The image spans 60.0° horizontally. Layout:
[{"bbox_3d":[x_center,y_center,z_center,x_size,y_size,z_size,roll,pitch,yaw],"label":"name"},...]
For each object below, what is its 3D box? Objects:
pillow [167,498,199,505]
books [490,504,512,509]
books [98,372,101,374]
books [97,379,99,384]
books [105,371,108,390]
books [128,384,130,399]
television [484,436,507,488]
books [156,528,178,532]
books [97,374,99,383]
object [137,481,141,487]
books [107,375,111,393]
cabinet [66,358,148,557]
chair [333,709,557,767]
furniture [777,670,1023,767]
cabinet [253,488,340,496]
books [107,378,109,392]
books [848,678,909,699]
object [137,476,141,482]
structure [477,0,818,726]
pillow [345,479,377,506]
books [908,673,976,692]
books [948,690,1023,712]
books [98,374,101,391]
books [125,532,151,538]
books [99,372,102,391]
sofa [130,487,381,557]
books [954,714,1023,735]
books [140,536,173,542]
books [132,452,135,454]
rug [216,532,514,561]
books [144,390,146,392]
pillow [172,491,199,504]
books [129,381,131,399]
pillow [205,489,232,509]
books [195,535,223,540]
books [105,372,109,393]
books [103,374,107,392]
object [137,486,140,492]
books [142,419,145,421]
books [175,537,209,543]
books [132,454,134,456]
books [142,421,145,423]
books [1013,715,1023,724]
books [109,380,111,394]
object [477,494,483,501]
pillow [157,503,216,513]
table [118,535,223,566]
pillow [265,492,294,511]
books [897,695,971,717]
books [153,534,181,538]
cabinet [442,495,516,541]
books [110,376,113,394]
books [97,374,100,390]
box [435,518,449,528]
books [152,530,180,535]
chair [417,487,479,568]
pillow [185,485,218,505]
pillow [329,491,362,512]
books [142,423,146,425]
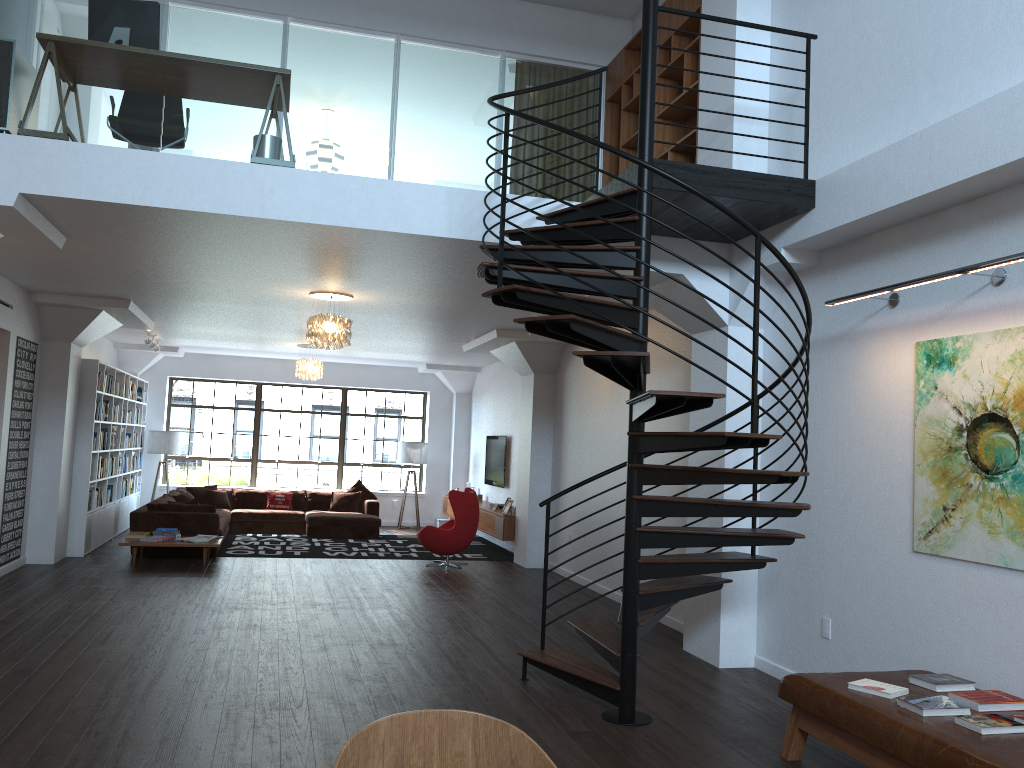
[{"bbox_3d":[-4.306,1.692,11.732,0.559,0.411,0.269,0,-5,31],"label":"pillow"},{"bbox_3d":[-0.176,1.879,13.611,0.250,0.053,0.400,4,-4,-15],"label":"books"},{"bbox_3d":[-5.312,-0.035,11.235,0.159,0.248,0.089,4,-4,-15],"label":"books"},{"bbox_3d":[-5.282,-0.022,11.108,0.167,0.210,0.162,4,-4,-15],"label":"books"},{"bbox_3d":[-5.423,-0.029,11.648,0.176,0.293,0.125,4,-4,-15],"label":"books"},{"bbox_3d":[-5.944,0.109,13.578,0.171,0.246,0.057,4,-4,-15],"label":"books"},{"bbox_3d":[-0.276,1.250,14.425,0.013,0.816,1.324,4,-4,-15],"label":"television"},{"bbox_3d":[-4.254,1.798,10.941,0.224,0.027,0.157,3,-4,-10],"label":"books"},{"bbox_3d":[-5.250,-0.030,11.023,0.182,0.215,0.188,4,-4,-15],"label":"books"},{"bbox_3d":[-6.436,1.680,14.905,0.331,0.088,0.410,4,-4,-15],"label":"object"},{"bbox_3d":[-5.455,0.001,11.810,0.182,0.253,0.098,4,-4,-15],"label":"books"},{"bbox_3d":[-5.962,1.018,12.980,0.461,2.414,4.500,4,-4,-15],"label":"cabinet"},{"bbox_3d":[-0.145,1.279,2.096,0.629,0.833,0.618,4,-4,-20],"label":"chair"},{"bbox_3d":[2.063,1.699,3.935,0.907,0.453,1.819,4,-4,-15],"label":"furniture"},{"bbox_3d":[-3.878,2.223,15.950,1.520,0.625,0.350,4,-4,-15],"label":"cabinet"},{"bbox_3d":[-5.449,0.001,11.778,0.159,0.248,0.089,4,-4,-15],"label":"books"},{"bbox_3d":[1.774,1.475,4.301,0.161,0.031,0.223,6,-5,-37],"label":"books"},{"bbox_3d":[-6.439,1.592,14.909,0.316,0.088,0.410,4,-4,-15],"label":"object"},{"bbox_3d":[0.767,-0.211,5.352,1.998,4.352,1.998,0,-5,36],"label":"structure"},{"bbox_3d":[-2.698,1.951,15.401,0.651,0.587,0.335,6,-5,-36],"label":"pillow"},{"bbox_3d":[2.155,1.497,4.444,0.254,0.044,0.183,4,-4,-20],"label":"books"},{"bbox_3d":[2.220,1.475,4.131,0.283,0.043,0.197,4,-4,-15],"label":"books"},{"bbox_3d":[-5.297,-0.023,11.207,0.161,0.222,0.084,4,-4,-15],"label":"books"},{"bbox_3d":[-4.548,1.839,10.796,0.241,0.045,0.334,3,-4,-13],"label":"books"},{"bbox_3d":[-5.322,-0.034,11.277,0.170,0.251,0.118,4,-4,-15],"label":"books"},{"bbox_3d":[-3.625,2.032,13.435,3.481,0.664,4.197,4,-4,-15],"label":"sofa"},{"bbox_3d":[2.029,1.443,3.765,0.224,0.032,0.161,4,-4,-15],"label":"books"},{"bbox_3d":[-4.221,1.838,10.528,0.236,0.035,0.340,2,-4,10],"label":"books"},{"bbox_3d":[-6.171,1.095,14.177,0.224,0.030,0.161,3,-4,-5],"label":"books"},{"bbox_3d":[-2.199,2.413,13.266,4.200,0.007,3.100,4,-4,-13],"label":"rug"},{"bbox_3d":[-6.367,0.216,15.205,0.140,0.231,0.042,4,-4,-15],"label":"books"},{"bbox_3d":[-4.781,1.791,13.080,0.325,0.391,0.625,2,-4,2],"label":"pillow"},{"bbox_3d":[-5.967,0.092,13.659,0.176,0.290,0.053,4,-4,-15],"label":"books"},{"bbox_3d":[-4.872,1.901,14.627,0.238,0.337,0.489,-2,-6,45],"label":"pillow"},{"bbox_3d":[-3.770,1.891,10.993,0.256,0.035,0.350,2,-4,10],"label":"books"},{"bbox_3d":[-5.443,-0.025,11.707,0.197,0.290,0.136,4,-4,-15],"label":"books"},{"bbox_3d":[-5.396,-0.010,11.563,0.174,0.242,0.105,4,-4,-15],"label":"books"},{"bbox_3d":[-6.440,1.768,14.898,0.331,0.088,0.410,4,-4,-15],"label":"object"},{"bbox_3d":[-6.371,0.602,14.983,0.254,0.032,0.174,1,-4,20],"label":"books"},{"bbox_3d":[-3.830,1.861,10.622,0.342,0.040,0.231,1,-5,25],"label":"books"},{"bbox_3d":[-6.170,1.124,14.167,0.223,0.031,0.161,4,-4,-15],"label":"books"},{"bbox_3d":[-6.376,0.635,14.985,0.284,0.033,0.197,3,-4,0],"label":"books"},{"bbox_3d":[2.308,1.460,3.812,0.224,0.036,0.161,4,-4,-21],"label":"books"},{"bbox_3d":[-5.481,0.010,11.893,0.174,0.243,0.085,4,-4,-15],"label":"books"},{"bbox_3d":[-0.544,1.938,15.103,0.089,0.110,0.089,0,-5,30],"label":"object"},{"bbox_3d":[-4.203,1.720,11.482,0.750,0.364,0.289,4,-4,-16],"label":"pillow"},{"bbox_3d":[-4.084,2.010,10.682,1.100,0.271,0.853,4,-4,-15],"label":"table"},{"bbox_3d":[-3.935,1.987,15.020,0.465,0.308,0.220,4,-4,-19],"label":"pillow"},{"bbox_3d":[1.905,1.454,4.006,0.247,0.040,0.185,3,-4,-12],"label":"books"},{"bbox_3d":[-4.257,1.865,10.934,0.312,0.037,0.216,4,-5,-25],"label":"books"},{"bbox_3d":[-0.484,2.119,14.383,0.459,0.350,4.501,4,-4,-15],"label":"cabinet"},{"bbox_3d":[-5.509,0.010,11.991,0.182,0.255,0.077,4,-4,-15],"label":"books"},{"bbox_3d":[-5.290,-0.023,11.173,0.161,0.218,0.101,4,-4,-15],"label":"books"},{"bbox_3d":[-1.295,2.615,16.608,0.228,0.165,0.368,4,-4,-15],"label":"box"},{"bbox_3d":[-4.261,1.829,10.939,0.279,0.035,0.191,3,-4,-5],"label":"books"},{"bbox_3d":[-0.827,1.849,11.572,0.801,1.006,0.798,2,-4,10],"label":"chair"},{"bbox_3d":[-5.081,1.877,14.673,0.580,0.418,0.334,6,-6,-42],"label":"pillow"},{"bbox_3d":[-2.858,2.011,15.184,0.542,0.362,0.248,2,-4,6],"label":"pillow"},{"bbox_3d":[-6.377,0.669,14.983,0.284,0.035,0.197,1,-4,15],"label":"books"}]
